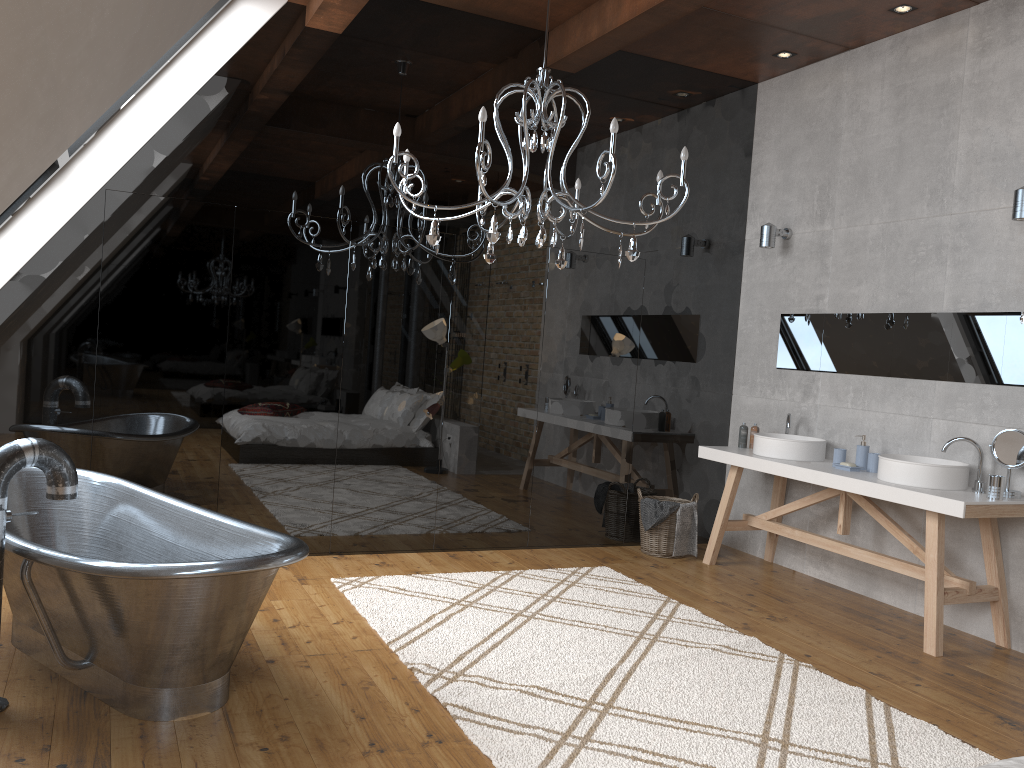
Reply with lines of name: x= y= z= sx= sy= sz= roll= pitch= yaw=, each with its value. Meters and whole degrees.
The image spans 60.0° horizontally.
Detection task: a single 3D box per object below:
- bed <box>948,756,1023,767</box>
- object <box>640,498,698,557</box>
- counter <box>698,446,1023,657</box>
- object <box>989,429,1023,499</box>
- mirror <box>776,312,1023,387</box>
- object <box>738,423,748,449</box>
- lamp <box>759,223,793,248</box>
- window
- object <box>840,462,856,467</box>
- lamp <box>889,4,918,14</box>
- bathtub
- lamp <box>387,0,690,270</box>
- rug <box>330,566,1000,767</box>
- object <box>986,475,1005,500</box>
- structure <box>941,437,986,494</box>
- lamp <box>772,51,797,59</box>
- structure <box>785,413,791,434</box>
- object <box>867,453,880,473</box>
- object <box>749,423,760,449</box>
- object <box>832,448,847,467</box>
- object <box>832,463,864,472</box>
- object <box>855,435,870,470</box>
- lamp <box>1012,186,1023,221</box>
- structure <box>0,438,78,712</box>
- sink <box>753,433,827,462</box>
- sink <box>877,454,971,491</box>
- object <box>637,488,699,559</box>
bed: x=1.781 y=1.169 z=1.455 sx=2.169 sy=0.442 sz=2.300 roll=3 pitch=2 yaw=-25
object: x=1.027 y=0.953 z=6.002 sx=0.357 sy=0.361 sz=0.378 roll=3 pitch=2 yaw=-20
counter: x=1.922 y=0.874 z=5.148 sx=0.630 sy=0.765 sz=2.011 roll=3 pitch=2 yaw=-25
object: x=2.465 y=0.391 z=4.386 sx=0.192 sy=0.338 sz=0.118 roll=5 pitch=2 yaw=21
mirror: x=2.215 y=-0.231 z=5.245 sx=0.007 sy=0.377 sz=1.838 roll=3 pitch=2 yaw=-25
object: x=1.557 y=0.347 z=5.969 sx=0.058 sy=0.172 sz=0.058 roll=6 pitch=3 yaw=44
lamp: x=1.790 y=-1.001 z=6.007 sx=0.243 sy=0.168 sz=0.101 roll=3 pitch=2 yaw=-25
window: x=-1.962 y=-1.196 z=3.779 sx=1.702 sy=2.162 sz=1.713 roll=3 pitch=2 yaw=-25
object: x=1.926 y=0.466 z=5.084 sx=0.067 sy=0.035 sz=0.084 roll=3 pitch=2 yaw=-23
lamp: x=2.180 y=-2.099 z=4.938 sx=0.113 sy=0.027 sz=0.115 roll=3 pitch=2 yaw=-25
bathtub: x=-1.493 y=0.750 z=3.367 sx=1.811 sy=0.652 sz=0.872 roll=6 pitch=3 yaw=38
lamp: x=0.149 y=-1.420 z=4.388 sx=1.409 sy=1.594 sz=1.409 roll=4 pitch=2 yaw=-2
rug: x=0.460 y=1.196 z=3.735 sx=1.726 sy=0.019 sz=3.139 roll=3 pitch=2 yaw=-25
object: x=2.332 y=0.498 z=4.276 sx=0.073 sy=0.111 sz=0.073 roll=3 pitch=3 yaw=-33
structure: x=2.358 y=0.411 z=4.573 sx=0.141 sy=0.268 sz=0.242 roll=3 pitch=3 yaw=-30
lamp: x=1.783 y=-2.162 z=5.798 sx=0.113 sy=0.027 sz=0.115 roll=3 pitch=2 yaw=-25
structure: x=1.789 y=0.321 z=5.806 sx=0.141 sy=0.268 sz=0.242 roll=3 pitch=2 yaw=-20
object: x=2.071 y=0.451 z=5.073 sx=0.075 sy=0.108 sz=0.075 roll=4 pitch=2 yaw=-4
object: x=1.633 y=0.352 z=5.970 sx=0.058 sy=0.172 sz=0.058 roll=2 pitch=3 yaw=-39
object: x=1.924 y=0.435 z=5.209 sx=0.075 sy=0.108 sz=0.075 roll=5 pitch=2 yaw=11
object: x=1.925 y=0.480 z=5.085 sx=0.100 sy=0.031 sz=0.147 roll=3 pitch=2 yaw=-23
object: x=2.043 y=0.399 z=5.168 sx=0.076 sy=0.201 sz=0.076 roll=3 pitch=3 yaw=-32
lamp: x=2.559 y=-0.880 z=4.342 sx=0.243 sy=0.168 sz=0.101 roll=3 pitch=2 yaw=-25
structure: x=-1.661 y=0.629 z=2.992 sx=0.169 sy=0.897 sz=0.370 roll=6 pitch=3 yaw=43
sink: x=1.745 y=0.396 z=5.585 sx=0.442 sy=0.128 sz=0.445 roll=2 pitch=3 yaw=-43
sink: x=2.165 y=0.463 z=4.676 sx=0.442 sy=0.128 sz=0.445 roll=5 pitch=3 yaw=29
object: x=1.046 y=0.943 z=6.047 sx=0.393 sy=0.432 sz=0.393 roll=3 pitch=3 yaw=-33
